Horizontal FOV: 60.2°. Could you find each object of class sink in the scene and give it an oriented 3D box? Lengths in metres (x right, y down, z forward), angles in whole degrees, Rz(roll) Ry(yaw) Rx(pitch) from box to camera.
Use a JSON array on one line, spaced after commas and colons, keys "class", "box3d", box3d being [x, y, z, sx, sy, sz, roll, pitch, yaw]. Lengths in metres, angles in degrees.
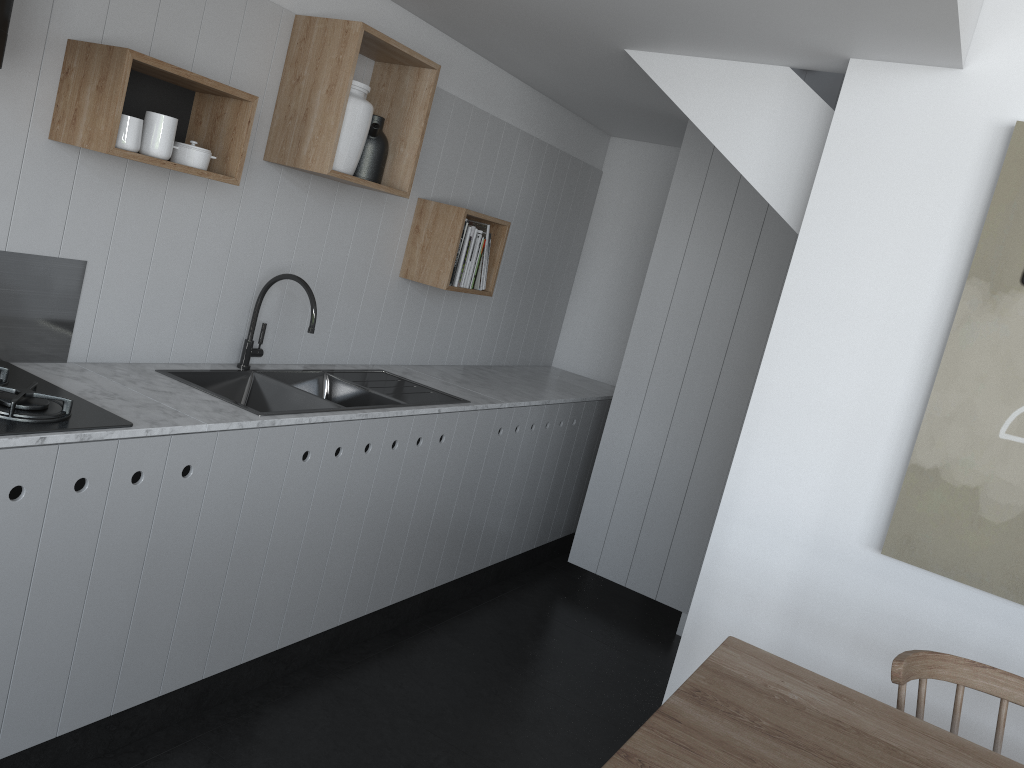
[{"class": "sink", "box3d": [-0.645, 0.092, 3.092, 0.467, 0.166, 1.146, 18, 9, 27]}]

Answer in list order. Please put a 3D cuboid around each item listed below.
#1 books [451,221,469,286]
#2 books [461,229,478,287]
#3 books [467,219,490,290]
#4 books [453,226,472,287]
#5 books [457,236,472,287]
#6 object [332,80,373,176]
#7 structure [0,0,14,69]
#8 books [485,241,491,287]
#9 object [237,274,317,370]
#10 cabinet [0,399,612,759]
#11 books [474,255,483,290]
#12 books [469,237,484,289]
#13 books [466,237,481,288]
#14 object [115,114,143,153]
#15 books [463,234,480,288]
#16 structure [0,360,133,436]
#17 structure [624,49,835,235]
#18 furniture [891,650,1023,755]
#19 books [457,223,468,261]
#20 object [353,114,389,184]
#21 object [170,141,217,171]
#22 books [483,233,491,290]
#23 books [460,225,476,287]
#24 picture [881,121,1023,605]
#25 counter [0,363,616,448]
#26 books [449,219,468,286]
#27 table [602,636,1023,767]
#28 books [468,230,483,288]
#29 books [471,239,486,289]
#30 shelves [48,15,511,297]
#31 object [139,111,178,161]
[{"class": "books", "box3d": [-0.311, -0.580, 3.759, 0.234, 0.280, 0.010, 18, 7, 29]}, {"class": "books", "box3d": [-0.249, -0.560, 3.817, 0.168, 0.256, 0.014, 18, 7, 29]}, {"class": "books", "box3d": [-0.182, -0.574, 3.906, 0.162, 0.289, 0.095, 18, 7, 29]}, {"class": "books", "box3d": [-0.270, -0.555, 3.749, 0.168, 0.256, 0.014, 18, 7, 29]}, {"class": "books", "box3d": [-0.263, -0.539, 3.778, 0.157, 0.219, 0.018, 18, 7, 29]}, {"class": "object", "box3d": [-0.595, -0.869, 2.972, 0.229, 0.300, 0.229, 14, 7, 1]}, {"class": "structure", "box3d": [-1.127, -1.101, 1.694, 0.408, 0.865, 0.423, 13, 7, -15]}, {"class": "books", "box3d": [-0.167, -0.549, 3.938, 0.148, 0.221, 0.067, 18, 7, 29]}, {"class": "object", "box3d": [-0.771, -0.189, 2.995, 0.299, 0.373, 0.088, 18, 7, 29]}, {"class": "cabinet", "box3d": [-0.790, 0.480, 2.472, 0.010, 0.744, 5.961, 18, 9, 27]}, {"class": "books", "box3d": [-0.195, -0.539, 3.905, 0.148, 0.221, 0.068, 18, 7, 29]}, {"class": "books", "box3d": [-0.212, -0.540, 3.853, 0.148, 0.227, 0.011, 18, 7, 29]}, {"class": "books", "box3d": [-0.223, -0.541, 3.835, 0.148, 0.226, 0.011, 18, 7, 29]}, {"class": "object", "box3d": [-0.989, -0.641, 2.259, 0.081, 0.088, 0.085, 11, 8, -26]}, {"class": "books", "box3d": [-0.235, -0.547, 3.827, 0.154, 0.233, 0.015, 18, 7, 29]}, {"class": "structure", "box3d": [-1.344, 0.006, 1.803, 0.571, 0.048, 0.957, 18, 9, 27]}, {"class": "structure", "box3d": [1.764, 0.252, 2.892, 3.717, 2.621, 1.028, 18, 8, 29]}, {"class": "furniture", "box3d": [1.163, 1.091, 1.295, 1.403, 0.807, 0.529, 18, 8, 29]}, {"class": "books", "box3d": [-0.310, -0.578, 3.745, 0.226, 0.281, 0.012, 18, 7, 29]}, {"class": "object", "box3d": [-0.515, -0.842, 3.162, 0.157, 0.235, 0.155, 18, 8, 26]}, {"class": "object", "box3d": [-0.901, -0.647, 2.483, 0.109, 0.073, 0.128, 15, 8, 7]}, {"class": "books", "box3d": [-0.168, -0.558, 3.922, 0.146, 0.247, 0.074, 18, 7, 29]}, {"class": "books", "box3d": [-0.258, -0.564, 3.801, 0.165, 0.263, 0.024, 18, 7, 29]}, {"class": "picture", "box3d": [1.747, 0.076, 2.098, 1.338, 1.214, 0.058, 18, 7, 29]}, {"class": "counter", "box3d": [-0.937, 0.026, 2.572, 0.597, 0.020, 5.965, 18, 9, 27]}, {"class": "books", "box3d": [-0.310, -0.577, 3.726, 0.212, 0.284, 0.021, 18, 7, 29]}, {"class": "table", "box3d": [0.983, 1.146, 0.838, 2.106, 0.747, 0.911, 19, 9, 29]}, {"class": "books", "box3d": [-0.219, -0.556, 3.846, 0.146, 0.253, 0.010, 18, 7, 29]}, {"class": "books", "box3d": [-0.203, -0.538, 3.863, 0.147, 0.223, 0.014, 18, 7, 29]}, {"class": "shelves", "box3d": [-0.900, -0.779, 2.466, 0.309, 0.794, 3.484, 18, 9, 27]}, {"class": "object", "box3d": [-0.939, -0.656, 2.343, 0.088, 0.115, 0.084, 18, 8, 28]}]
